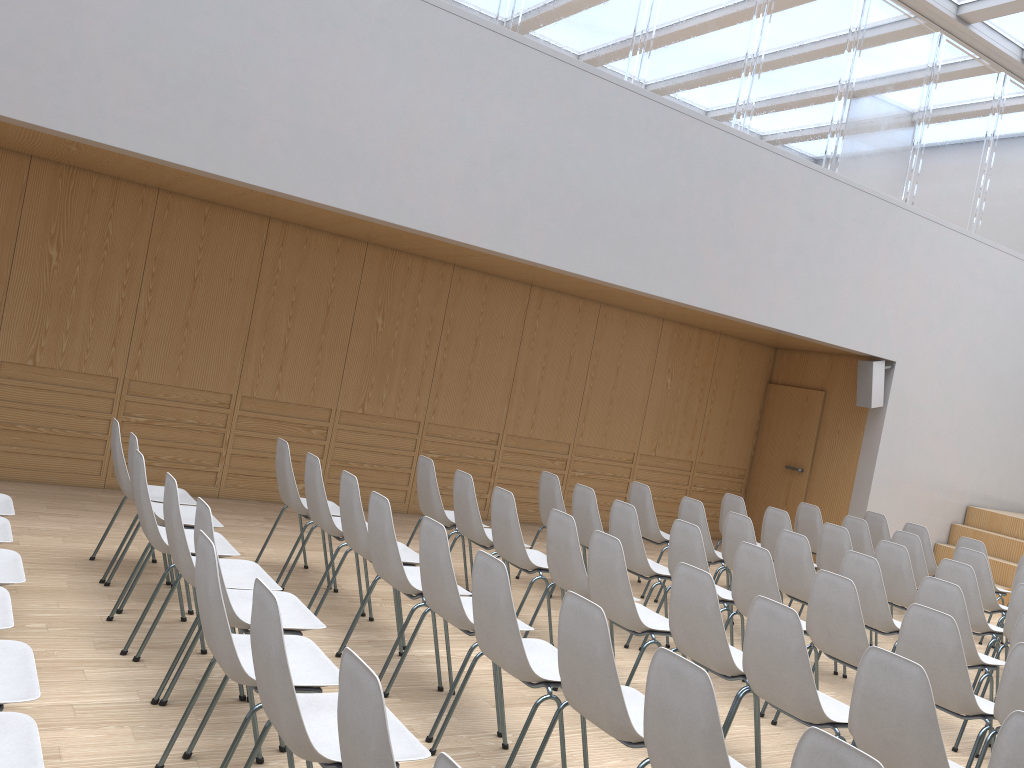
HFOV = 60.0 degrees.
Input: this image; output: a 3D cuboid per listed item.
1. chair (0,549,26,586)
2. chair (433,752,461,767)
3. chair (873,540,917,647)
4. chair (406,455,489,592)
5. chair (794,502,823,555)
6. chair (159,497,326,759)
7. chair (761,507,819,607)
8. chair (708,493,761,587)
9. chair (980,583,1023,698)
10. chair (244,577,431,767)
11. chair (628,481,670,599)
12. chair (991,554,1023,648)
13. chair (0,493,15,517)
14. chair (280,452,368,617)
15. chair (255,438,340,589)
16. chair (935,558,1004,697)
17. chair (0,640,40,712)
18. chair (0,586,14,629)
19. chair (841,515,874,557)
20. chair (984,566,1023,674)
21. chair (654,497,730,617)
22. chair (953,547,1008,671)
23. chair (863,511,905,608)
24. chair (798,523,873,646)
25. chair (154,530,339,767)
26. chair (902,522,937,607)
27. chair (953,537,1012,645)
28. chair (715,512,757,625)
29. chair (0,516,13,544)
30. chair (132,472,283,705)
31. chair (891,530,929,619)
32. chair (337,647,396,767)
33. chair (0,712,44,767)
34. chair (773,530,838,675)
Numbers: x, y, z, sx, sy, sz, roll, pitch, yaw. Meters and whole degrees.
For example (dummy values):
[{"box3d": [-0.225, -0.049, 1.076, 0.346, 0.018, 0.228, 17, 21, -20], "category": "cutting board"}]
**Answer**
[{"box3d": [-2.105, 0.699, 3.298, 0.506, 0.876, 0.478, 10, 1, -32], "category": "chair"}, {"box3d": [0.049, 1.136, 1.660, 0.506, 0.876, 0.478, 10, 1, -32], "category": "chair"}, {"box3d": [2.854, 1.604, 6.486, 0.506, 0.876, 0.478, 10, 1, -32], "category": "chair"}, {"box3d": [-0.466, 0.970, 6.253, 0.506, 0.876, 0.478, 10, 1, -32], "category": "chair"}, {"box3d": [2.894, 1.584, 8.390, 0.506, 0.876, 0.478, 10, 1, -32], "category": "chair"}, {"box3d": [-1.021, 0.905, 3.445, 0.506, 0.876, 0.478, 10, 1, -32], "category": "chair"}, {"box3d": [2.290, 1.483, 7.360, 0.506, 0.876, 0.478, 10, 1, -32], "category": "chair"}, {"box3d": [2.056, 1.431, 7.847, 0.506, 0.876, 0.478, 10, 1, -32], "category": "chair"}, {"box3d": [3.343, 1.711, 5.578, 0.506, 0.876, 0.478, 10, 1, -32], "category": "chair"}, {"box3d": [-0.535, 1.011, 2.528, 0.506, 0.876, 0.478, 10, 1, -32], "category": "chair"}, {"box3d": [1.164, 1.268, 7.300, 0.506, 0.876, 0.478, 10, 1, -32], "category": "chair"}, {"box3d": [4.526, 1.909, 7.578, 0.506, 0.876, 0.478, 10, 1, -32], "category": "chair"}, {"box3d": [-2.644, 0.583, 4.189, 0.506, 0.876, 0.478, 10, 1, -32], "category": "chair"}, {"box3d": [-1.027, 0.877, 5.281, 0.506, 0.876, 0.478, 10, 1, -32], "category": "chair"}, {"box3d": [-1.311, 0.816, 5.704, 0.506, 0.876, 0.478, 10, 1, -32], "category": "chair"}, {"box3d": [3.118, 1.660, 6.095, 0.506, 0.876, 0.478, 10, 1, -32], "category": "chair"}, {"box3d": [-1.579, 0.813, 2.414, 0.506, 0.876, 0.478, 10, 1, -32], "category": "chair"}, {"box3d": [-1.901, 0.744, 2.859, 0.506, 0.876, 0.478, 10, 1, -32], "category": "chair"}, {"box3d": [3.147, 1.639, 7.928, 0.506, 0.876, 0.478, 10, 1, -32], "category": "chair"}, {"box3d": [3.936, 1.810, 6.577, 0.506, 0.876, 0.478, 10, 1, -32], "category": "chair"}, {"box3d": [1.498, 1.338, 6.871, 0.506, 0.876, 0.478, 10, 1, -32], "category": "chair"}, {"box3d": [3.711, 1.760, 7.051, 0.506, 0.876, 0.478, 10, 1, -32], "category": "chair"}, {"box3d": [3.717, 1.735, 8.887, 0.506, 0.876, 0.478, 10, 1, -32], "category": "chair"}, {"box3d": [2.617, 1.552, 6.958, 0.506, 0.876, 0.478, 10, 1, -32], "category": "chair"}, {"box3d": [-0.838, 0.947, 2.942, 0.506, 0.876, 0.478, 10, 1, -32], "category": "chair"}, {"box3d": [3.906, 1.778, 8.427, 0.506, 0.876, 0.478, 10, 1, -32], "category": "chair"}, {"box3d": [4.211, 1.842, 8.012, 0.506, 0.876, 0.478, 10, 1, -32], "category": "chair"}, {"box3d": [1.744, 1.392, 6.439, 0.506, 0.876, 0.478, 10, 1, -32], "category": "chair"}, {"box3d": [-2.414, 0.633, 3.764, 0.506, 0.876, 0.478, 10, 1, -32], "category": "chair"}, {"box3d": [-1.289, 0.848, 3.824, 0.506, 0.876, 0.478, 10, 1, -32], "category": "chair"}, {"box3d": [3.389, 1.693, 7.461, 0.506, 0.876, 0.478, 10, 1, -32], "category": "chair"}, {"box3d": [-0.208, 1.080, 2.109, 0.506, 0.876, 0.478, 10, 1, -32], "category": "chair"}, {"box3d": [-1.327, 0.867, 1.970, 0.506, 0.876, 0.478, 10, 1, -32], "category": "chair"}, {"box3d": [1.984, 1.445, 5.973, 0.506, 0.876, 0.478, 10, 1, -32], "category": "chair"}]
